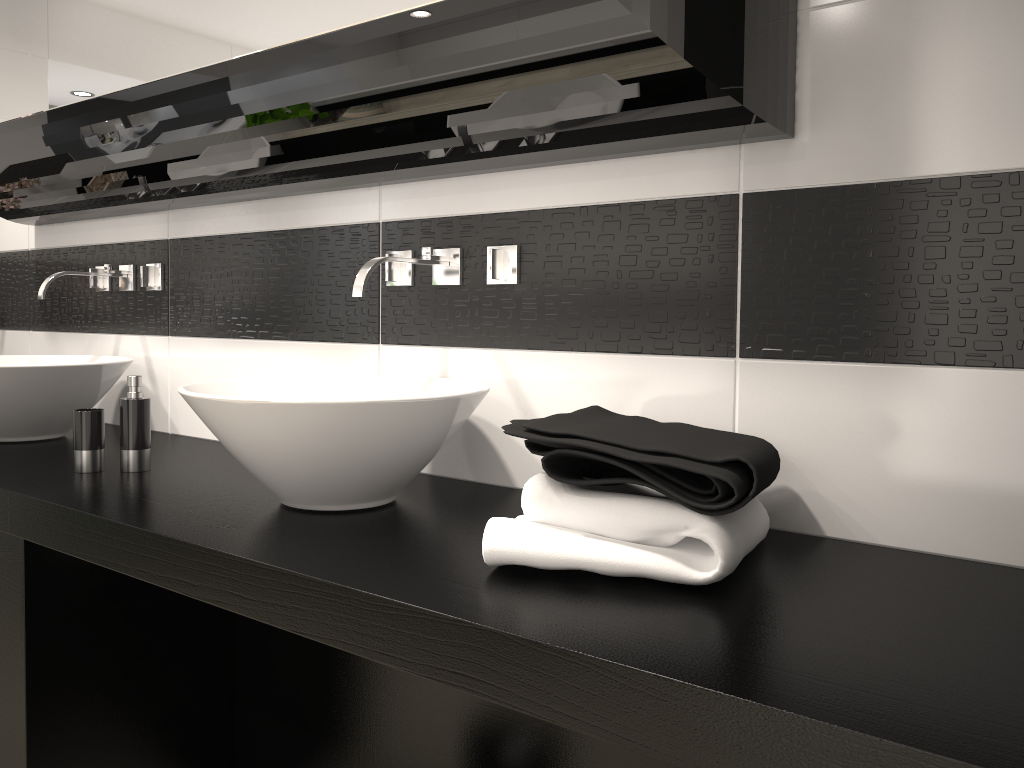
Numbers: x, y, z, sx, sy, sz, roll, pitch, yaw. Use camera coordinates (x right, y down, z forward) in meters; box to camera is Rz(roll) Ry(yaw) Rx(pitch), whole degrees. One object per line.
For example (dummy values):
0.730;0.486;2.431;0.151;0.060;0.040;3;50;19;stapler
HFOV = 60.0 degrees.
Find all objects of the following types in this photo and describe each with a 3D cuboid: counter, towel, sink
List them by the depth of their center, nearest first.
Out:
0.166;0.187;1.323;0.390;0.132;0.407;2;4;22;towel
0.198;0.117;1.339;0.388;0.131;0.406;2;5;24;towel
-0.321;0.108;1.647;0.559;0.212;0.560;2;4;16;sink
-0.849;0.225;2.029;3.848;0.084;0.656;4;5;37;counter
-1.337;0.038;2.422;0.559;0.212;0.560;0;4;-9;sink

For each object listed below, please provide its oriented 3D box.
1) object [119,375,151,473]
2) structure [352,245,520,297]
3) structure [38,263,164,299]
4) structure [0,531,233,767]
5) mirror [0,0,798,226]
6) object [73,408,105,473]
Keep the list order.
-0.826;0.086;1.944;0.063;0.207;0.063;1;3;17;object
-0.209;-0.226;1.777;0.367;0.108;0.259;4;5;37;structure
-1.223;-0.295;2.551;0.367;0.108;0.259;4;5;37;structure
-0.842;0.657;1.923;0.126;0.761;0.465;3;3;37;structure
-0.658;-0.909;2.096;2.616;0.900;0.258;4;4;37;mirror
-0.923;0.123;1.933;0.063;0.133;0.063;0;3;-18;object
